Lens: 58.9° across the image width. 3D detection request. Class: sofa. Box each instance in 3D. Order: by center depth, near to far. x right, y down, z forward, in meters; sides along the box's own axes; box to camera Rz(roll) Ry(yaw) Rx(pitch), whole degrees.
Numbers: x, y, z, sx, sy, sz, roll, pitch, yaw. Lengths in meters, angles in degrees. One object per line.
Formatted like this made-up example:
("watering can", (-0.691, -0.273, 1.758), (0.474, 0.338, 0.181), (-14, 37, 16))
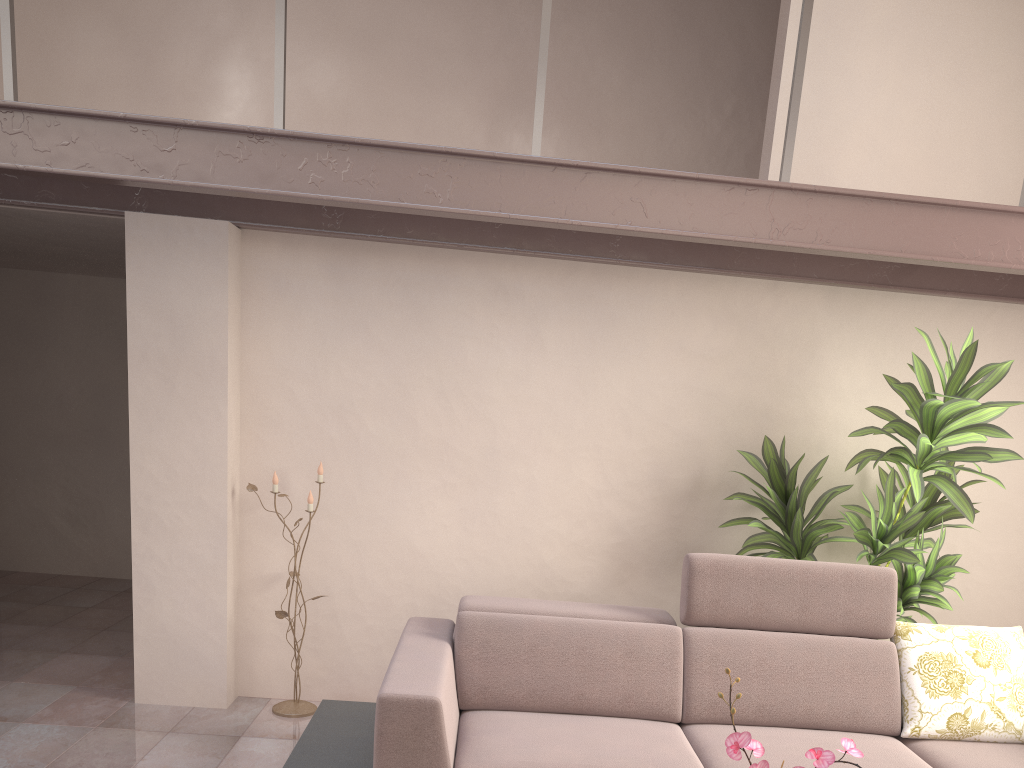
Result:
("sofa", (0.843, 1.093, 2.571), (3.142, 0.985, 2.101), (5, 1, -3))

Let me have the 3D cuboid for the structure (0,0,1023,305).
("structure", (0.111, -0.150, 2.085), (7.167, 3.370, 3.659), (5, 5, -3))

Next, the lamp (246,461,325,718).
("lamp", (-0.983, 0.893, 3.962), (0.326, 1.179, 0.232), (11, 14, 29))

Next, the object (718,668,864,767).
("object", (0.482, 0.863, 1.733), (0.300, 0.622, 0.352), (3, 9, -8))
